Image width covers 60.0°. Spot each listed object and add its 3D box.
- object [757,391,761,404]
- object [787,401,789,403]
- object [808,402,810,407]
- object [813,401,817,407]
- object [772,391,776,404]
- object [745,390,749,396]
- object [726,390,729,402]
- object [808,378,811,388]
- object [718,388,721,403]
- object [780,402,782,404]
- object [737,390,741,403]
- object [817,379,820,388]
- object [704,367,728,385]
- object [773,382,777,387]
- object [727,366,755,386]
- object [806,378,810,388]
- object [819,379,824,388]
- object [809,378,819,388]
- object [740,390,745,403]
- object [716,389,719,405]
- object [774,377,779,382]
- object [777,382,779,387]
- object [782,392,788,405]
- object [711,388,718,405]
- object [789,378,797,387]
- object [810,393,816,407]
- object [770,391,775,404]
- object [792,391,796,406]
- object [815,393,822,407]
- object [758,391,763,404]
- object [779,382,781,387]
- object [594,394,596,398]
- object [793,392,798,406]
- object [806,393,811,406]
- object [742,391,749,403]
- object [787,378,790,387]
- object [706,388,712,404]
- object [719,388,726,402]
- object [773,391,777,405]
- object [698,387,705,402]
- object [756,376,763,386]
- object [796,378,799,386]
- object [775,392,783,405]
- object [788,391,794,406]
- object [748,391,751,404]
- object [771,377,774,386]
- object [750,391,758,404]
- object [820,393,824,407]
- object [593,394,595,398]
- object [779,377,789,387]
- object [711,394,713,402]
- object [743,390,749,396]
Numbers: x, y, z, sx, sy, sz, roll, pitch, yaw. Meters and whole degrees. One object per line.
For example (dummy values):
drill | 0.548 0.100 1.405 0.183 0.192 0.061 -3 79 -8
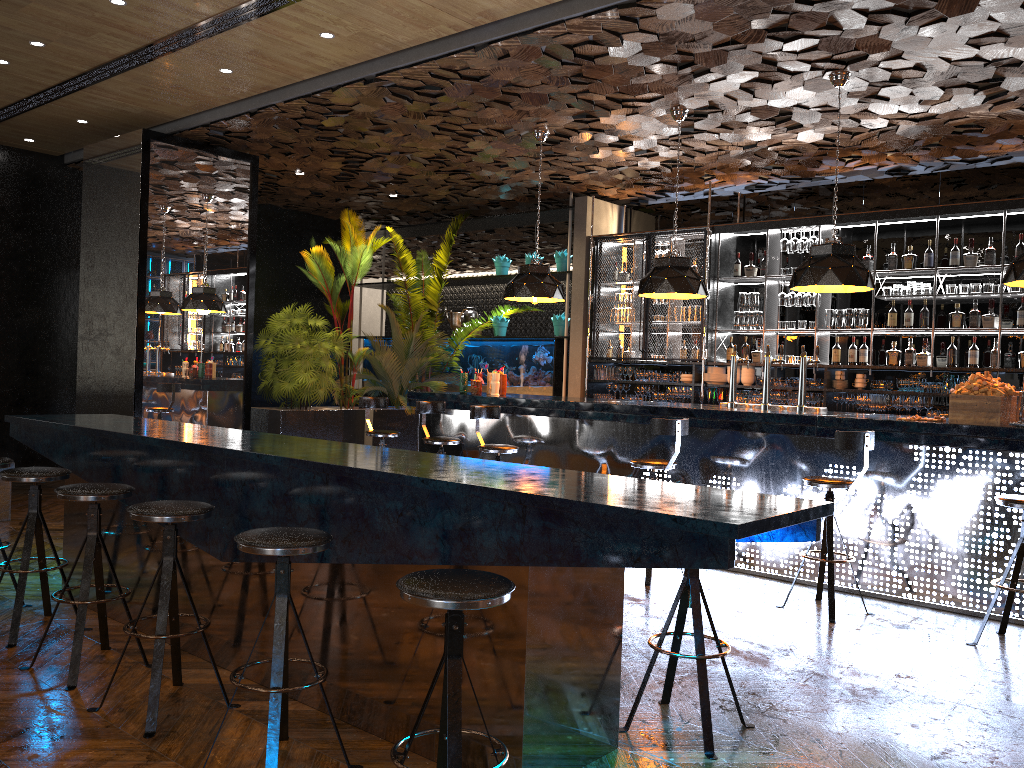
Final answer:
object | 2.647 0.184 9.537 0.082 0.213 0.082 2 1 22
object | 2.968 0.194 9.495 0.084 0.216 0.084 2 1 -27
object | 3.126 0.201 9.351 0.092 0.218 0.092 2 1 1
object | 3.174 0.203 9.311 0.092 0.218 0.092 2 1 1
object | 2.829 0.187 9.613 0.084 0.216 0.084 2 1 -11
object | 2.613 0.179 9.797 0.082 0.213 0.082 2 1 -19
object | 2.368 0.172 9.659 0.082 0.213 0.082 2 1 -20
object | 3.117 -0.010 9.302 0.093 0.099 0.093 2 1 28
object | 2.312 0.160 9.835 0.073 0.229 0.073 2 1 29
object | 2.895 0.191 9.549 0.084 0.216 0.084 3 1 39
object | 2.435 0.175 9.602 0.082 0.213 0.082 2 1 -20
object | 3.132 -0.006 9.144 0.095 0.096 0.095 3 1 41
object | 2.279 -0.095 9.887 0.306 0.195 0.300 3 1 42
object | 2.772 0.003 9.348 0.044 0.048 0.049 2 1 -7
object | 2.493 -0.095 9.661 0.309 0.216 0.149 3 1 38
object | 3.047 -0.012 9.229 0.093 0.099 0.093 2 1 12
object | 3.184 -0.003 9.056 0.095 0.096 0.095 2 1 -25
object | 3.084 -0.007 9.048 0.095 0.096 0.095 2 1 14
object | 2.495 0.177 9.664 0.082 0.213 0.082 2 1 17
object | 2.313 0.159 9.920 0.073 0.229 0.073 2 1 29
object | 2.814 -0.023 9.512 0.100 0.100 0.089 2 1 -8
object | 2.807 0.004 9.392 0.049 0.048 0.044 2 1 -17
object | 2.880 0.192 9.394 0.084 0.216 0.084 2 1 -7
object | 2.233 0.157 9.812 0.073 0.229 0.073 2 1 29
object | 2.936 -0.016 9.248 0.093 0.099 0.093 2 1 -33
object | 3.109 0.202 9.190 0.092 0.218 0.092 2 1 1
object | 2.723 0.187 9.347 0.084 0.216 0.084 2 1 -34
object | 2.955 0.191 9.302 0.071 0.226 0.071 2 1 12
object | 3.142 0.205 9.093 0.071 0.217 0.071 1 1 -41
object | 2.653 0.184 9.409 0.084 0.216 0.084 2 1 29
object | 2.845 0.005 9.425 0.049 0.048 0.044 2 1 28
object | 1.014 0.169 10.794 0.033 0.101 0.033 2 1 -25
object | 2.932 0.192 9.159 0.071 0.226 0.071 2 1 12
object | 3.027 0.200 9.118 0.092 0.218 0.092 2 1 1
object | 2.514 0.179 9.534 0.082 0.213 0.082 2 1 -16
object | 2.961 -0.018 9.441 0.109 0.100 0.109 2 1 24
object | 2.201 0.155 9.906 0.073 0.229 0.073 2 1 29
object | 2.304 0.161 9.745 0.073 0.229 0.073 2 1 29
object | 2.811 0.189 9.445 0.084 0.216 0.084 3 1 33
object | 2.109 0.152 9.892 0.073 0.229 0.073 2 1 29
object | 2.636 -0.029 9.431 0.089 0.100 0.100 1 1 -45
object | 2.983 -0.013 9.147 0.093 0.099 0.093 2 1 -30
object | 2.792 0.190 9.289 0.084 0.216 0.084 2 1 -7
object | 2.902 0.190 9.236 0.071 0.226 0.071 2 1 12
object | 2.573 0.180 9.599 0.082 0.213 0.082 2 1 20
object | 2.735 -0.025 9.420 0.100 0.100 0.089 2 1 -13
object | 2.583 0.182 9.472 0.082 0.213 0.082 2 1 -20
object | 3.164 0.206 9.023 0.071 0.217 0.071 1 1 -41
object | 1.002 0.168 10.841 0.028 0.097 0.028 2 1 30
object | 2.857 -0.020 9.321 0.109 0.100 0.109 2 1 24
object | 2.287 0.156 10.074 0.073 0.229 0.073 2 1 29
object | 2.561 0.178 9.729 0.082 0.213 0.082 2 1 -29
